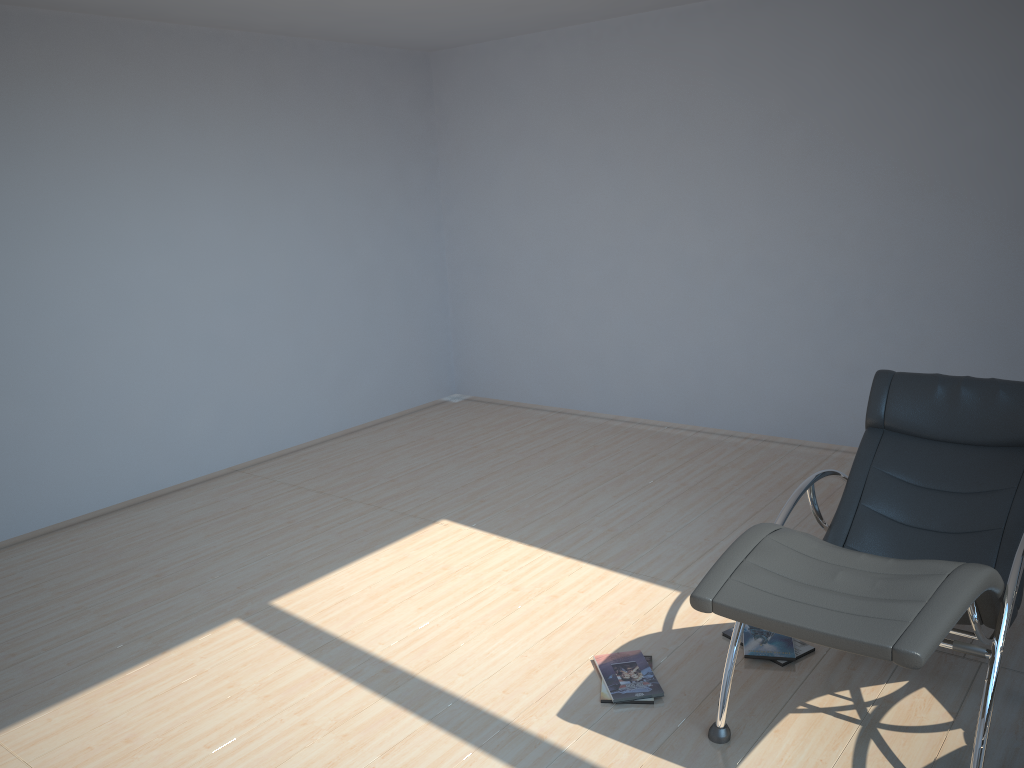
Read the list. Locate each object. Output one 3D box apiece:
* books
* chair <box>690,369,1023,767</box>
[{"bbox_3d":[0.672,1.352,1.744,1.045,0.222,4.790,-2,13,6],"label":"books"},{"bbox_3d":[1.402,0.609,3.171,0.836,0.953,2.114,7,16,38],"label":"chair"}]
